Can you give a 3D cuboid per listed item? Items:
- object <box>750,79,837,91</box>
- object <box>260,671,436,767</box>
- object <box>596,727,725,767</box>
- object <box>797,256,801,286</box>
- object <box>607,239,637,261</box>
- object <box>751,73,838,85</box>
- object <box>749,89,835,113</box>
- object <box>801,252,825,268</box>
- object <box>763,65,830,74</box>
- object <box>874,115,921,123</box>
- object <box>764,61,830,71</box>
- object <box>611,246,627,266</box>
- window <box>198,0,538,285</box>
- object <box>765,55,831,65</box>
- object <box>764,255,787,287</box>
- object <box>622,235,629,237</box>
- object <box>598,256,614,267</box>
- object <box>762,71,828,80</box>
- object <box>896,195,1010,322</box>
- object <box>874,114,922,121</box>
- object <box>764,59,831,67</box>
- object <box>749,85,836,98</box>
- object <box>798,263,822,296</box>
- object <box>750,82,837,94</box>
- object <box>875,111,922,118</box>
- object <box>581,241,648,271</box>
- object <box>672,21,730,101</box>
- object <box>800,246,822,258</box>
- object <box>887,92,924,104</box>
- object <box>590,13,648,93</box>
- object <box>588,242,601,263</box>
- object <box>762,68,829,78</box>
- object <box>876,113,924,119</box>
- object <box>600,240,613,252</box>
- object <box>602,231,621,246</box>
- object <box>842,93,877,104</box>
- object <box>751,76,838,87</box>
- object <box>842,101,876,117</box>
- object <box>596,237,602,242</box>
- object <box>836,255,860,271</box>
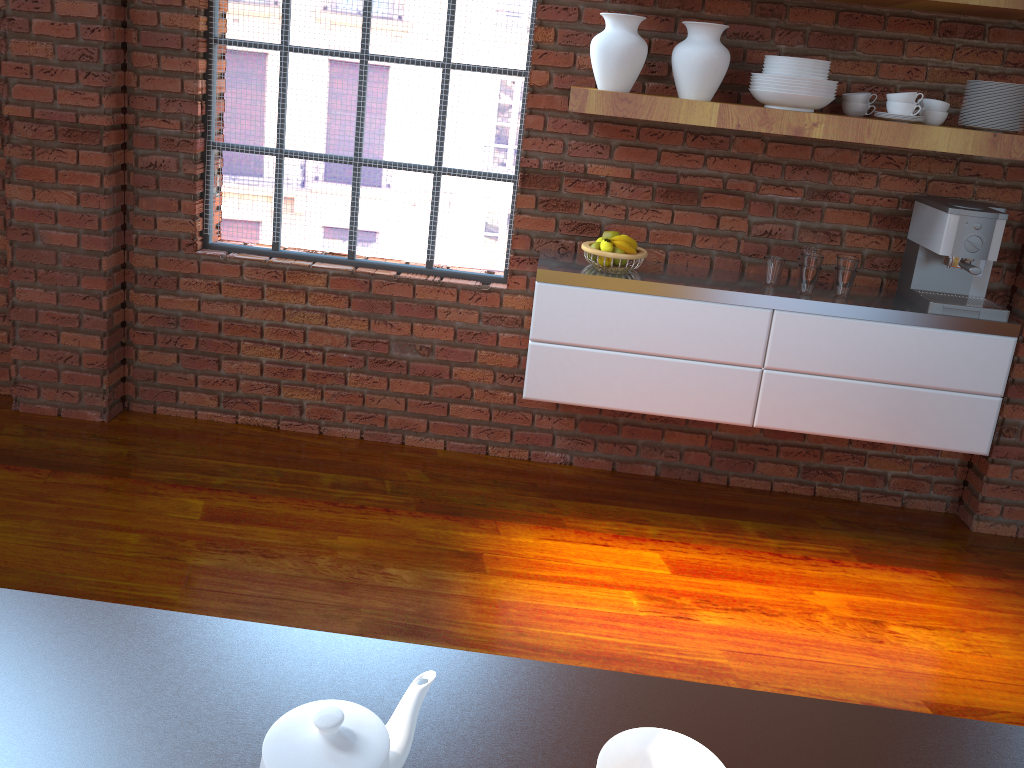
[{"bbox_3d":[0.936,-0.977,2.942,0.281,0.053,0.292,1,20,-14],"label":"object"},{"bbox_3d":[-0.144,0.317,0.680,0.118,0.151,0.203,8,18,8],"label":"object"},{"bbox_3d":[0.121,0.363,0.745,0.124,0.067,0.120,2,19,-13],"label":"object"},{"bbox_3d":[1.052,-0.397,3.144,0.079,0.101,0.079,16,19,31],"label":"object"},{"bbox_3d":[0.401,-0.462,3.079,0.065,0.092,0.179,18,22,36],"label":"object"},{"bbox_3d":[0.938,-0.996,2.937,0.281,0.053,0.292,1,20,-14],"label":"object"},{"bbox_3d":[0.932,-0.947,2.949,0.281,0.053,0.292,1,20,-14],"label":"object"},{"bbox_3d":[1.023,-0.395,3.021,0.079,0.101,0.079,16,19,31],"label":"object"},{"bbox_3d":[0.941,-1.024,2.930,0.213,0.053,0.221,4,20,-6],"label":"object"},{"bbox_3d":[1.276,-0.872,2.907,0.155,0.012,0.158,-9,25,-35],"label":"object"},{"bbox_3d":[0.942,-1.034,2.928,0.213,0.053,0.221,4,20,-6],"label":"object"},{"bbox_3d":[0.380,-0.454,3.116,0.077,0.063,0.078,18,21,34],"label":"object"},{"bbox_3d":[2.873,-1.426,5.411,17.397,9.632,3.746,4,15,-7],"label":"window"},{"bbox_3d":[0.944,-1.052,2.923,0.213,0.053,0.221,4,20,-6],"label":"object"},{"bbox_3d":[0.921,-0.397,3.108,0.077,0.101,0.080,-2,18,-27],"label":"object"},{"bbox_3d":[0.402,-0.515,3.166,0.047,0.045,0.056,-11,24,-44],"label":"object"},{"bbox_3d":[0.329,-0.433,3.085,0.056,0.044,0.047,18,21,33],"label":"object"},{"bbox_3d":[0.939,-1.004,2.935,0.213,0.053,0.221,4,20,-6],"label":"object"},{"bbox_3d":[1.558,-0.441,3.035,0.271,0.359,0.391,7,17,2],"label":"object"},{"bbox_3d":[1.276,-0.876,2.906,0.155,0.012,0.158,-9,25,-35],"label":"object"},{"bbox_3d":[0.943,-1.043,2.926,0.213,0.053,0.221,4,20,-6],"label":"object"},{"bbox_3d":[0.933,-0.957,2.947,0.281,0.053,0.292,1,20,-14],"label":"object"},{"bbox_3d":[1.019,-0.359,3.030,0.079,0.101,0.079,16,19,31],"label":"object"},{"bbox_3d":[0.935,-0.968,2.944,0.281,0.053,0.292,1,20,-14],"label":"object"},{"bbox_3d":[1.277,-0.884,2.904,0.155,0.012,0.158,-9,25,-35],"label":"object"},{"bbox_3d":[0.362,-0.451,3.139,0.237,0.069,0.241,-10,25,-38],"label":"object"},{"bbox_3d":[0.631,-1.079,2.952,0.192,0.242,0.198,-2,18,-25],"label":"object"},{"bbox_3d":[1.056,-0.433,3.135,0.079,0.101,0.079,16,19,31],"label":"object"},{"bbox_3d":[1.277,-0.932,2.885,0.092,0.057,0.103,1,19,-14],"label":"object"},{"bbox_3d":[0.358,-1.112,2.963,0.196,0.242,0.194,20,21,39],"label":"object"},{"bbox_3d":[0.308,-0.469,3.134,0.074,0.073,0.075,-1,18,-22],"label":"object"},{"bbox_3d":[0.940,-1.014,2.933,0.213,0.053,0.221,4,20,-6],"label":"object"},{"bbox_3d":[1.277,-0.880,2.905,0.155,0.012,0.158,-9,25,-35],"label":"object"},{"bbox_3d":[0.332,-0.481,3.086,0.044,0.051,0.053,3,17,-9],"label":"object"},{"bbox_3d":[0.355,-0.517,3.139,0.069,0.059,0.071,12,18,18],"label":"object"},{"bbox_3d":[1.192,-0.983,3.046,0.092,0.057,0.103,-4,21,-28],"label":"object"},{"bbox_3d":[0.937,-0.986,2.940,0.281,0.053,0.292,1,20,-14],"label":"object"},{"bbox_3d":[1.194,-0.954,3.057,0.092,0.045,0.102,0,20,-17],"label":"object"},{"bbox_3d":[0.326,-0.509,3.183,0.046,0.045,0.056,17,21,32],"label":"object"},{"bbox_3d":[1.152,-0.387,3.037,0.078,0.101,0.080,10,17,14],"label":"object"}]
